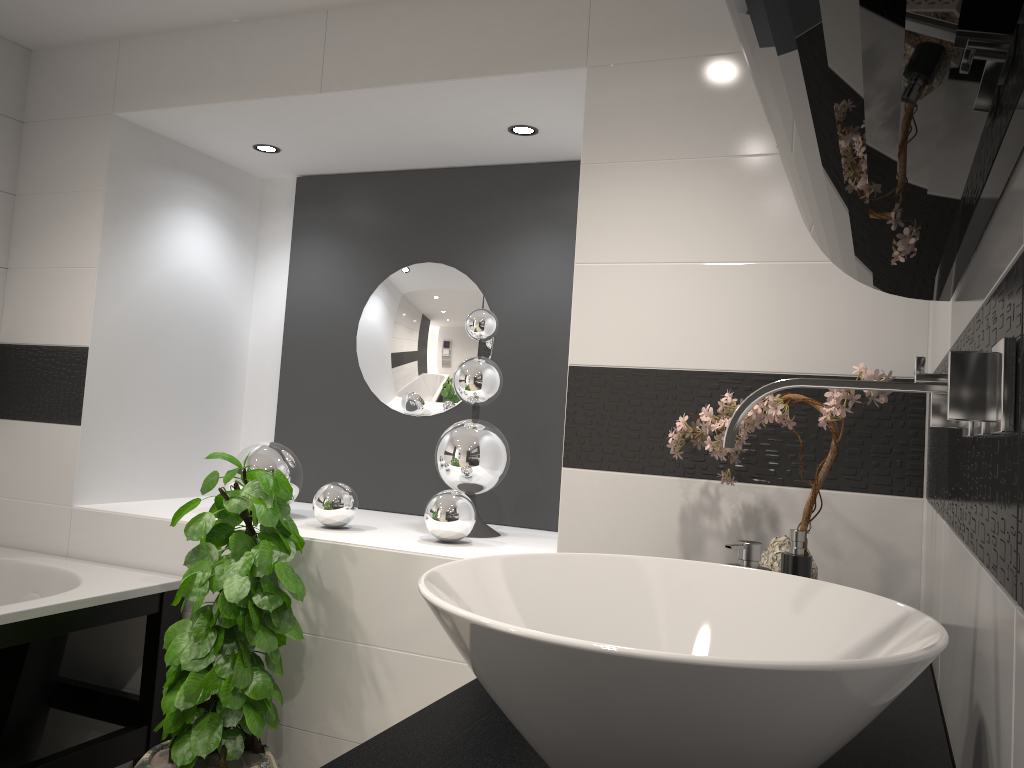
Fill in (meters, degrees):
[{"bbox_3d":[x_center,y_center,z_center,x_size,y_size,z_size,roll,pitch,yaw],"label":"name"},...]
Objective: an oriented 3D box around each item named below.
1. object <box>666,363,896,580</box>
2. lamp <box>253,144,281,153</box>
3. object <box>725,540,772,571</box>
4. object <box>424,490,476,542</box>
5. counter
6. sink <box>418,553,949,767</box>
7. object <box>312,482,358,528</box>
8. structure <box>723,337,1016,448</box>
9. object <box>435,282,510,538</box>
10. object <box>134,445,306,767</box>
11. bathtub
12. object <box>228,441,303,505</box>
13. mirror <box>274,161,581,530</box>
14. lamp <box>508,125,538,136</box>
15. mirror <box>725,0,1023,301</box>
[{"bbox_3d":[0.567,0.238,1.936,0.260,0.562,0.628,7,-4,-37],"label":"object"},{"bbox_3d":[-0.964,-0.924,3.482,0.105,0.004,0.105,3,-2,8],"label":"lamp"},{"bbox_3d":[0.381,0.369,1.447,0.079,0.221,0.079,3,-4,13],"label":"object"},{"bbox_3d":[-0.195,0.417,2.802,0.163,0.164,0.162,1,-4,36],"label":"object"},{"bbox_3d":[-0.102,0.448,0.396,0.655,0.084,3.835,3,-3,23],"label":"counter"},{"bbox_3d":[0.169,0.338,0.981,0.559,0.212,0.559,5,-3,-24],"label":"sink"},{"bbox_3d":[-0.589,0.404,2.958,0.150,0.151,0.150,1,-4,36],"label":"object"},{"bbox_3d":[0.357,0.022,0.934,0.259,0.108,0.366,3,-3,23],"label":"structure"},{"bbox_3d":[-0.124,0.066,3.089,0.260,0.899,0.260,1,-5,36],"label":"object"},{"bbox_3d":[-0.811,0.728,2.477,0.437,1.134,0.418,6,-5,-26],"label":"object"},{"bbox_3d":[-1.929,0.864,2.002,1.008,0.678,2.174,3,-3,23],"label":"bathtub"},{"bbox_3d":[-0.886,0.338,3.188,0.260,0.262,0.260,1,-4,36],"label":"object"},{"bbox_3d":[-0.362,-0.182,3.526,1.361,1.385,0.078,2,-5,23],"label":"mirror"},{"bbox_3d":[0.039,-0.875,3.061,0.105,0.004,0.105,4,-2,-10],"label":"lamp"},{"bbox_3d":[0.129,-0.675,0.337,0.258,0.903,2.607,2,-3,23],"label":"mirror"}]
